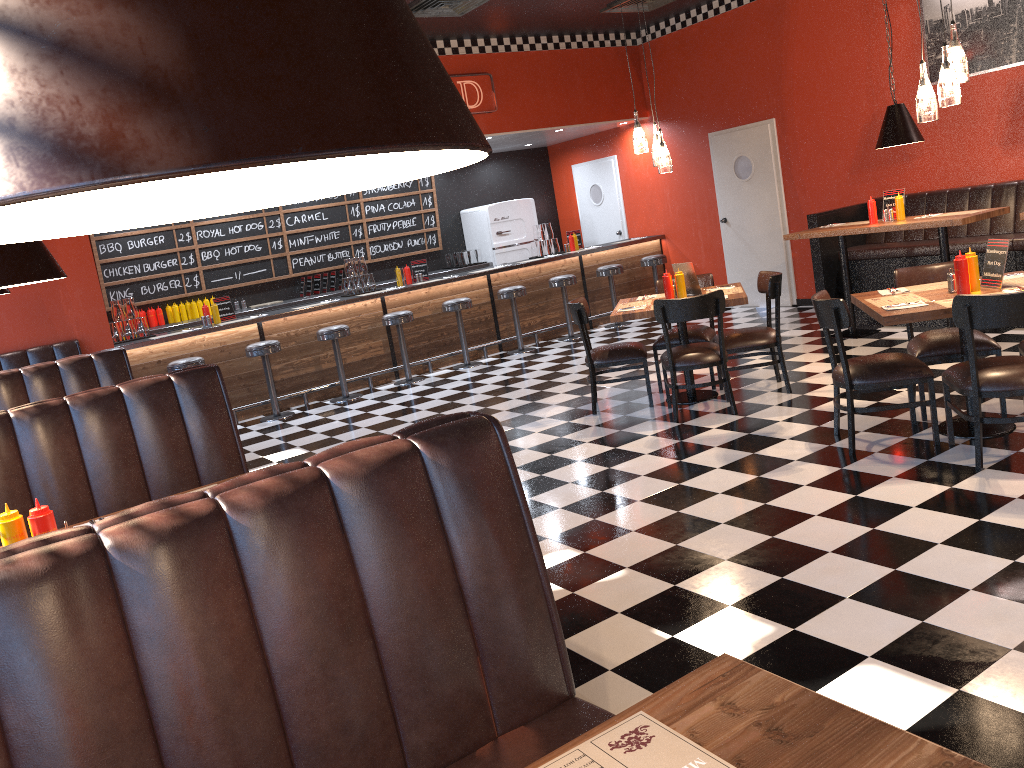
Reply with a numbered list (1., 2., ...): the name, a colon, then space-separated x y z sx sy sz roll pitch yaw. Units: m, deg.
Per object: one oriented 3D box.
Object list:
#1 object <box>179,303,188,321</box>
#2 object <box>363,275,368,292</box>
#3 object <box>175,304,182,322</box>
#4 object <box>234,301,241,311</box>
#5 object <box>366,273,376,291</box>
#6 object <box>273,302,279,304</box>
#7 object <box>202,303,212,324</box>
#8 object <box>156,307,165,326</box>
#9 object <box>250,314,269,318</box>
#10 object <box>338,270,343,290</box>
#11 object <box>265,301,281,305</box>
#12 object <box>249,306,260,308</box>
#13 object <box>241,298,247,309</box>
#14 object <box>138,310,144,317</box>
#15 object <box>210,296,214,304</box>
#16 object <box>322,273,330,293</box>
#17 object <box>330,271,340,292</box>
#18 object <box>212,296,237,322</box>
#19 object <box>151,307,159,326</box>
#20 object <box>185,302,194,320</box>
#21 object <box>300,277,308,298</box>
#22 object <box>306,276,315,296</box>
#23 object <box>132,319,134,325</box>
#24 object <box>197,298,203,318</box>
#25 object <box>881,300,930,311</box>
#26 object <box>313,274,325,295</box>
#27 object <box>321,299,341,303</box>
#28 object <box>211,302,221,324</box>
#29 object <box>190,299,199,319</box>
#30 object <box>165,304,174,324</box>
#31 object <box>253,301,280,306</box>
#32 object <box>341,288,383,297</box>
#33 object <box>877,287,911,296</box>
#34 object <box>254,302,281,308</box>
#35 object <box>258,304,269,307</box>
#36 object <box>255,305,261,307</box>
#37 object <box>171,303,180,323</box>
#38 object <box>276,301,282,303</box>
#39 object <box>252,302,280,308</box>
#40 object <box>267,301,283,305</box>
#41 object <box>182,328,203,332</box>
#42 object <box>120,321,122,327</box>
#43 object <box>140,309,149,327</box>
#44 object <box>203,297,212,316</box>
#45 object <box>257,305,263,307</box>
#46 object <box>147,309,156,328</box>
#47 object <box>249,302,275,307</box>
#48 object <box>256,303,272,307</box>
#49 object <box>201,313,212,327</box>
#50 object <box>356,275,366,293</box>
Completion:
1. object: -3.987 -0.883 10.737 0.068 0.236 0.068 -15 10 -33
2. object: -1.692 -1.166 10.250 0.105 0.207 0.106 -8 9 13
3. object: -4.060 -0.869 10.732 0.068 0.236 0.068 -14 10 -29
4. object: -3.454 -0.992 11.118 0.046 0.135 0.094 -8 9 13
5. object: -1.619 -1.161 10.157 0.105 0.207 0.106 -8 9 13
6. object: -3.128 -1.012 11.261 0.367 0.001 0.261 -16 12 -29
7. object: -3.163 -0.726 9.172 0.068 0.236 0.068 -15 10 -30
8. object: -4.204 -0.818 10.588 0.068 0.236 0.068 -14 10 -29
9. object: -2.638 -0.714 9.234 0.158 0.019 0.256 -15 12 -26
10. object: -2.283 -1.385 11.812 0.072 0.255 0.189 -13 10 -22
11. object: -3.129 -1.019 11.260 0.367 0.001 0.261 -16 12 -30
12. object: -3.127 -1.008 11.262 0.367 0.001 0.261 -16 12 -31
13. object: -3.369 -1.007 11.123 0.047 0.135 0.094 -16 11 -36
14. object: -4.370 -0.762 10.442 0.068 0.236 0.068 -4 10 35
15. object: -3.686 -0.977 10.963 0.068 0.236 0.068 -14 10 -29
16. object: -2.467 -1.332 11.694 0.072 0.255 0.189 -14 10 -26
17. object: -2.376 -1.358 11.752 0.070 0.257 0.189 -14 10 -28
18. object: -3.026 -0.789 9.331 0.189 0.255 0.072 -18 12 -41
19. object: -4.292 -0.808 10.614 0.068 0.236 0.068 -15 10 -30
20. object: -3.946 -0.905 10.818 0.068 0.236 0.068 -4 10 34
21. object: -2.729 -1.256 11.530 0.071 0.256 0.189 -13 10 -24
22. object: -2.650 -1.278 11.574 0.073 0.258 0.193 -14 10 -29
23. object: -4.459 -0.755 10.485 0.068 0.236 0.068 -14 10 -29
24. object: -3.821 -0.935 10.865 0.068 0.236 0.068 -15 10 -34
25. object: 2.095 -0.422 4.680 0.254 0.019 0.159 -7 11 12
26. object: -2.559 -1.305 11.635 0.073 0.255 0.188 -16 11 -36
27. object: -1.992 -0.907 9.675 0.158 0.019 0.255 -17 13 -35
28. object: -3.063 -0.739 9.151 0.068 0.236 0.068 -15 10 -30
29. object: -3.869 -0.914 10.794 0.068 0.236 0.068 -4 10 34
30. object: -4.124 -0.847 10.673 0.068 0.236 0.068 -4 10 35
31. object: -3.130 -1.021 11.260 0.367 0.001 0.261 -16 12 -30
32. object: -1.728 -1.046 10.172 0.439 0.018 0.273 -16 12 -31
33. object: 2.247 -0.547 5.207 0.157 0.019 0.257 -7 11 15
34. object: -3.127 -1.007 11.262 0.367 0.001 0.261 -16 12 -30
35. object: -3.128 -1.011 11.261 0.367 0.001 0.261 -16 13 -32
36. object: -3.129 -1.018 11.260 0.367 0.001 0.261 -16 12 -32
37. object: -4.041 -0.854 10.633 0.068 0.236 0.068 -4 10 34
38. object: -3.129 -1.017 11.261 0.367 0.001 0.261 -15 12 -29
39. object: -3.128 -1.009 11.262 0.367 0.001 0.262 -15 12 -26
40. object: -3.128 -1.014 11.261 0.367 0.001 0.261 -15 12 -28
41. object: -3.200 -0.547 8.856 0.158 0.019 0.255 -17 13 -35
42. object: -4.588 -0.707 10.347 0.068 0.236 0.068 -4 10 35
43. object: -4.378 -0.778 10.533 0.068 0.236 0.068 -14 10 -29
44. object: -3.756 -0.956 10.917 0.068 0.236 0.068 -15 10 -30
45. object: -3.128 -1.013 11.261 0.367 0.001 0.261 -16 12 -30
46. object: -4.286 -0.790 10.515 0.068 0.236 0.068 -14 10 -29
47. object: -3.130 -1.020 11.260 0.367 0.001 0.261 -16 13 -32
48. object: -3.129 -1.016 11.261 0.367 0.001 0.261 -16 12 -32
49. object: -3.130 -0.656 9.056 0.093 0.135 0.047 -9 8 3
50. object: -1.724 -1.132 10.099 0.105 0.207 0.106 -8 9 13
